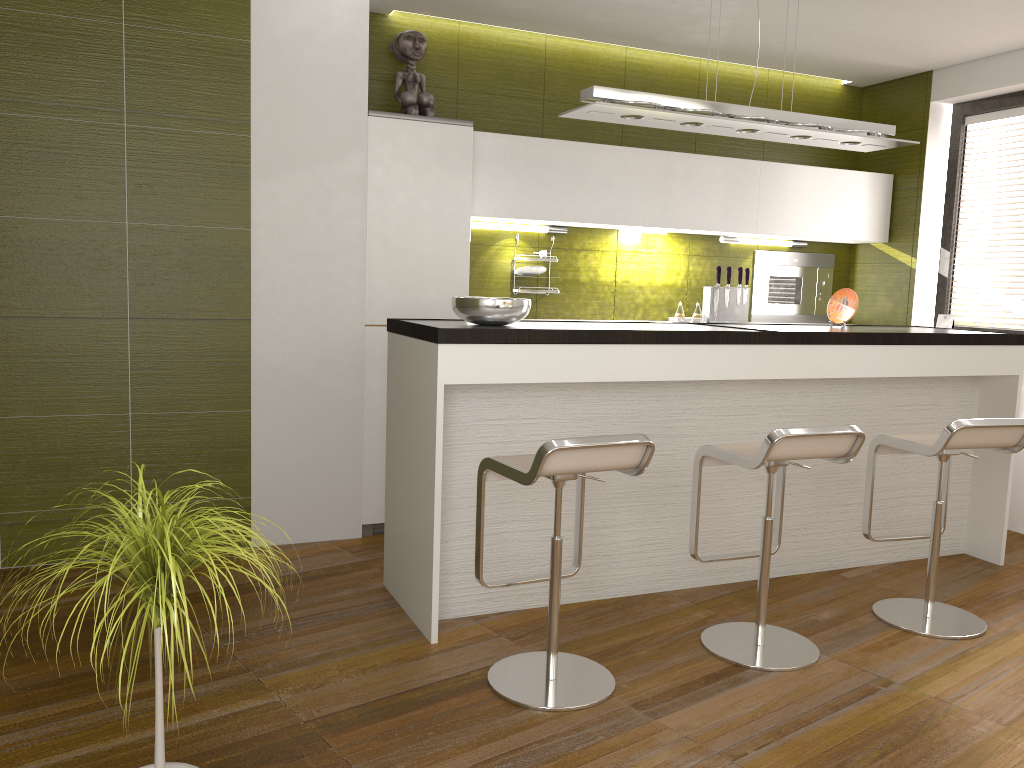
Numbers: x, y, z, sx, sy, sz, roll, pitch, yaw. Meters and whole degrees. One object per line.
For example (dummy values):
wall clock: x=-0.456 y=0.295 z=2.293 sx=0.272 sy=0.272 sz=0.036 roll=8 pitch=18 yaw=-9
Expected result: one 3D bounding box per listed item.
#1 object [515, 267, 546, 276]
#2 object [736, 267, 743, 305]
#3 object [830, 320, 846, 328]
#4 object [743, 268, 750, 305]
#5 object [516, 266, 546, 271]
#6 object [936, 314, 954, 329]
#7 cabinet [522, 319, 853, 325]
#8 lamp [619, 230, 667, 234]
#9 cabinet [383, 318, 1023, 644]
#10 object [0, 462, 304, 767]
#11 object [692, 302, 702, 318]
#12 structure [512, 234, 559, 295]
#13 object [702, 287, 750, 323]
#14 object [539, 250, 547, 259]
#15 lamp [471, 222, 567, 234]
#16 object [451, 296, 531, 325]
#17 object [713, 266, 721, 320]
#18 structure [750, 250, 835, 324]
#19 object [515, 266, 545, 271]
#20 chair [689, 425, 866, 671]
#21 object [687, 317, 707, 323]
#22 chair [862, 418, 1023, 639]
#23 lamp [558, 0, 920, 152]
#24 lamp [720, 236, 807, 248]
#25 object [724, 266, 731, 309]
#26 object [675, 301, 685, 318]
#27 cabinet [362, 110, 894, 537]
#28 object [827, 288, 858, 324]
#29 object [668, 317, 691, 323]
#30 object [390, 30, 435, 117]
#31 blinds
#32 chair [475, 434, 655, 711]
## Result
object: x=0.105 y=-0.640 z=5.043 sx=0.181 sy=0.052 sz=0.173 roll=-1 pitch=7 yaw=-23
object: x=1.420 y=-0.611 z=5.548 sx=0.036 sy=0.243 sz=0.013 roll=-1 pitch=7 yaw=-23
object: x=1.635 y=-0.348 z=4.394 sx=0.072 sy=0.131 sz=0.088 roll=-2 pitch=8 yaw=-28
object: x=1.466 y=-0.613 z=5.568 sx=0.040 sy=0.231 sz=0.013 roll=-1 pitch=7 yaw=-23
object: x=0.105 y=-0.643 z=5.043 sx=0.181 sy=0.052 sz=0.173 roll=-1 pitch=7 yaw=-23
object: x=2.637 y=-0.337 z=5.403 sx=0.057 sy=0.169 sz=0.106 roll=-2 pitch=8 yaw=-29
cabinet: x=1.011 y=0.173 z=5.388 sx=2.940 sy=1.086 sz=0.465 roll=-1 pitch=7 yaw=-23
lamp: x=0.798 y=-0.924 z=5.400 sx=0.334 sy=0.008 sz=0.008 roll=-1 pitch=7 yaw=-23
cabinet: x=0.950 y=0.309 z=3.998 sx=2.947 sy=1.134 sz=0.663 roll=-1 pitch=7 yaw=-23
object: x=-0.742 y=0.617 z=1.866 sx=0.585 sy=0.904 sz=0.606 roll=7 pitch=8 yaw=35
object: x=1.152 y=-0.450 z=5.502 sx=0.059 sy=0.121 sz=0.059 roll=6 pitch=8 yaw=33
structure: x=0.140 y=-0.683 z=5.089 sx=0.266 sy=0.346 sz=0.110 roll=-1 pitch=7 yaw=-23
object: x=1.344 y=-0.494 z=5.575 sx=0.293 sy=0.227 sz=0.107 roll=-1 pitch=7 yaw=-23
object: x=0.178 y=-0.746 z=5.109 sx=0.046 sy=0.053 sz=0.051 roll=3 pitch=7 yaw=8
lamp: x=-0.014 y=-0.890 z=5.037 sx=0.715 sy=0.041 sz=0.041 roll=-1 pitch=7 yaw=-23
object: x=-0.082 y=-0.285 z=3.480 sx=0.311 sy=0.105 sz=0.311 roll=1 pitch=7 yaw=-10
object: x=1.264 y=-0.561 z=5.487 sx=0.046 sy=0.339 sz=0.013 roll=-1 pitch=7 yaw=-23
structure: x=1.871 y=-0.636 z=5.893 sx=0.663 sy=0.469 sz=0.015 roll=-1 pitch=7 yaw=-23
object: x=0.105 y=-0.646 z=5.044 sx=0.181 sy=0.052 sz=0.173 roll=-1 pitch=7 yaw=-23
chair: x=0.930 y=0.542 z=3.189 sx=0.418 sy=0.857 sz=0.460 roll=-1 pitch=7 yaw=-23
object: x=1.150 y=-0.396 z=5.509 sx=0.107 sy=0.032 sz=0.107 roll=1 pitch=7 yaw=-12
chair: x=1.707 y=0.529 z=3.525 sx=0.418 sy=0.857 sz=0.460 roll=0 pitch=7 yaw=-18
lamp: x=1.037 y=-1.438 z=3.820 sx=1.677 sy=0.683 sz=0.326 roll=-1 pitch=7 yaw=-23
lamp: x=1.628 y=-0.914 z=5.713 sx=0.716 sy=0.041 sz=0.095 roll=-1 pitch=7 yaw=-24
object: x=1.338 y=-0.599 z=5.514 sx=0.042 sy=0.264 sz=0.013 roll=-1 pitch=7 yaw=-23
object: x=1.030 y=-0.447 z=5.436 sx=0.059 sy=0.121 sz=0.059 roll=5 pitch=7 yaw=22
cabinet: x=0.735 y=-0.335 z=5.337 sx=3.471 sy=2.089 sz=0.724 roll=-1 pitch=7 yaw=-23
object: x=1.636 y=-0.385 z=4.391 sx=0.055 sy=0.178 sz=0.184 roll=-1 pitch=7 yaw=-27
object: x=1.028 y=-0.392 z=5.443 sx=0.107 sy=0.032 sz=0.107 roll=-1 pitch=7 yaw=-23
object: x=-0.504 y=-1.583 z=4.561 sx=0.195 sy=0.488 sz=0.304 roll=-1 pitch=7 yaw=-26
blinds: x=4.635 y=-3.834 z=8.552 sx=16.000 sy=12.704 sz=9.030 roll=4 pitch=7 yaw=16
chair: x=0.153 y=0.556 z=2.854 sx=0.418 sy=0.857 sz=0.460 roll=-2 pitch=8 yaw=-28
